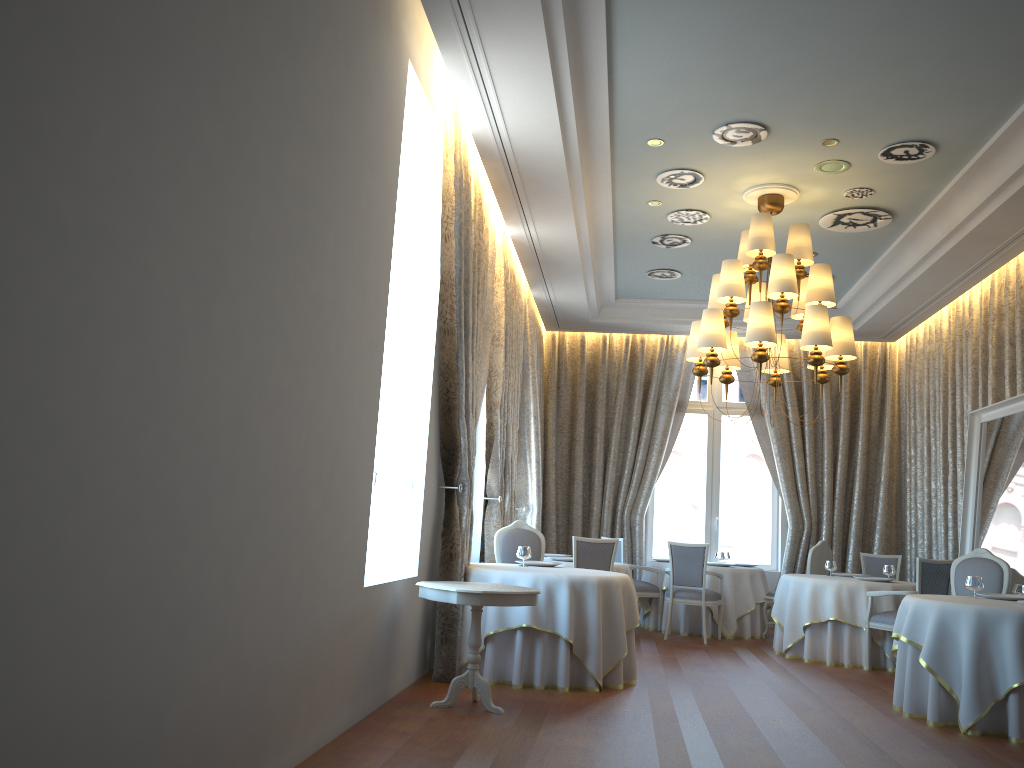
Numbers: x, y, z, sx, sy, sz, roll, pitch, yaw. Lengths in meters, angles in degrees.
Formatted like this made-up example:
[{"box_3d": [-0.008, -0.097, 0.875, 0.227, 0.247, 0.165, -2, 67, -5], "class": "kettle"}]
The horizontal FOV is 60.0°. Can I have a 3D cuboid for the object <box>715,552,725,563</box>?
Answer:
[{"box_3d": [2.666, 2.240, 11.375, 0.128, 0.165, 0.128, 2, -9, 8], "class": "object"}]

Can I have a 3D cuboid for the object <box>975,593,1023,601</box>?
[{"box_3d": [3.832, 1.654, 6.879, 0.419, 0.036, 0.419, 3, -9, 6], "class": "object"}]

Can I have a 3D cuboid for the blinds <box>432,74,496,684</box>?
[{"box_3d": [-0.368, -0.076, 7.363, 0.315, 4.930, 2.204, 2, -9, 7], "class": "blinds"}]

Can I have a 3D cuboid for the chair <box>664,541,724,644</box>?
[{"box_3d": [2.092, 2.408, 10.339, 0.650, 1.108, 0.629, 0, -10, 22], "class": "chair"}]

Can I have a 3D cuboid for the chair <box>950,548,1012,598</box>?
[{"box_3d": [3.721, 1.969, 7.340, 0.690, 1.233, 0.563, 9, -11, -32], "class": "chair"}]

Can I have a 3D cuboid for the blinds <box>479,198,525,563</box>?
[{"box_3d": [-0.048, 0.331, 9.767, 0.335, 4.969, 2.257, 2, -9, 8], "class": "blinds"}]

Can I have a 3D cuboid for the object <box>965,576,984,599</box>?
[{"box_3d": [3.526, 1.551, 6.762, 0.128, 0.165, 0.128, -3, -11, 37], "class": "object"}]

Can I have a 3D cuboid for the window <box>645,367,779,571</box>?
[{"box_3d": [2.958, 1.003, 13.010, 1.881, 3.306, 0.196, 2, -9, 8], "class": "window"}]

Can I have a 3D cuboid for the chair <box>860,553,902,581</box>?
[{"box_3d": [4.376, 2.586, 10.571, 0.650, 1.108, 0.629, -1, -10, 27], "class": "chair"}]

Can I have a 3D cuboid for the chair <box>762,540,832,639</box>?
[{"box_3d": [3.503, 2.522, 10.864, 0.563, 1.233, 0.690, 12, -12, -42], "class": "chair"}]

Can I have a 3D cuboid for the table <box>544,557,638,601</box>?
[{"box_3d": [0.550, 2.404, 9.877, 1.667, 0.890, 1.663, 3, -9, 1], "class": "table"}]

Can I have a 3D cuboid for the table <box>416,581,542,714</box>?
[{"box_3d": [-0.240, 1.732, 5.801, 0.761, 0.801, 0.760, 12, -12, -42], "class": "table"}]

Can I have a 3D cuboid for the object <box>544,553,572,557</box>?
[{"box_3d": [0.493, 2.015, 10.405, 0.419, 0.036, 0.419, 3, -9, 6], "class": "object"}]

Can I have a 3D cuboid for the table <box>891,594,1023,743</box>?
[{"box_3d": [3.646, 2.037, 6.407, 1.663, 0.890, 1.667, 4, -9, -4], "class": "table"}]

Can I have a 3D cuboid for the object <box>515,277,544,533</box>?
[{"box_3d": [0.274, 0.739, 11.894, 0.386, 4.901, 2.121, 2, -9, 7], "class": "object"}]

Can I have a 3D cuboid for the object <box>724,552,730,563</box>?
[{"box_3d": [2.835, 2.315, 11.776, 0.128, 0.165, 0.128, 2, -9, 8], "class": "object"}]

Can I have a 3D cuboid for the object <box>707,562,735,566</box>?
[{"box_3d": [2.571, 2.248, 11.055, 0.419, 0.036, 0.419, 3, -9, 6], "class": "object"}]

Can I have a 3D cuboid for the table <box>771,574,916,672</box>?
[{"box_3d": [3.641, 2.527, 9.456, 1.663, 0.890, 1.667, 0, -10, 21], "class": "table"}]

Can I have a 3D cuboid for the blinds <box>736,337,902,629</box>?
[{"box_3d": [4.286, 1.025, 12.419, 2.476, 4.901, 0.386, 2, -9, 7], "class": "blinds"}]

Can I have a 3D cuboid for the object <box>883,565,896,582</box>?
[{"box_3d": [3.987, 2.000, 9.375, 0.128, 0.165, 0.128, 2, -9, 8], "class": "object"}]

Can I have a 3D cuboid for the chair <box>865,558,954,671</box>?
[{"box_3d": [3.839, 2.220, 8.497, 0.650, 1.108, 0.629, 7, -10, -22], "class": "chair"}]

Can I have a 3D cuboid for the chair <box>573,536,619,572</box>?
[{"box_3d": [0.693, 2.078, 8.825, 0.650, 1.108, 0.629, 6, -10, -17], "class": "chair"}]

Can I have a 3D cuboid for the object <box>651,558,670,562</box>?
[{"box_3d": [2.002, 2.271, 11.420, 0.419, 0.036, 0.419, 3, -9, 6], "class": "object"}]

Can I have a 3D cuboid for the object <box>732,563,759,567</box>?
[{"box_3d": [2.985, 2.341, 11.477, 0.419, 0.036, 0.419, 3, -9, 6], "class": "object"}]

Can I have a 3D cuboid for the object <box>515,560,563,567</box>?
[{"box_3d": [0.235, 1.576, 7.777, 0.419, 0.036, 0.419, 3, -9, 6], "class": "object"}]

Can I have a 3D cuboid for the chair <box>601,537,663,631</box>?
[{"box_3d": [1.480, 2.501, 11.151, 0.629, 1.108, 0.650, 8, -10, -27], "class": "chair"}]

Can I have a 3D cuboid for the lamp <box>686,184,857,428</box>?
[{"box_3d": [2.313, -0.708, 7.972, 1.373, 2.121, 1.373, -5, -13, 44], "class": "lamp"}]

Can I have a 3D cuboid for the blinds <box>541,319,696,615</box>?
[{"box_3d": [1.437, 0.909, 12.794, 2.535, 4.901, 0.386, 2, -9, 8], "class": "blinds"}]

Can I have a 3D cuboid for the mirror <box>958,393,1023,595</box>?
[{"box_3d": [4.501, 1.372, 7.912, 0.385, 2.564, 2.251, 2, -9, 8], "class": "mirror"}]

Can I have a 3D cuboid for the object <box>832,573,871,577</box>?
[{"box_3d": [3.801, 2.146, 9.948, 0.419, 0.036, 0.419, 3, -9, 6], "class": "object"}]

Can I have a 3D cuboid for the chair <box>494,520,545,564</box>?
[{"box_3d": [0.137, 1.878, 8.149, 0.563, 1.233, 0.690, 6, -10, -17], "class": "chair"}]

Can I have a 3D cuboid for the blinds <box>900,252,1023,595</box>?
[{"box_3d": [5.143, 0.703, 10.196, 0.238, 4.819, 4.439, 2, -9, 8], "class": "blinds"}]

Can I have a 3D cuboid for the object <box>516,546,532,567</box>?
[{"box_3d": [0.101, 1.458, 7.495, 0.128, 0.165, 0.128, 5, -9, -10], "class": "object"}]

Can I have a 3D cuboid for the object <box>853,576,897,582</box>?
[{"box_3d": [3.741, 2.012, 9.141, 0.419, 0.036, 0.419, 3, -9, 6], "class": "object"}]

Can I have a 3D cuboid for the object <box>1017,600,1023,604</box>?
[{"box_3d": [3.676, 1.508, 6.033, 0.419, 0.036, 0.419, 3, -9, 6], "class": "object"}]

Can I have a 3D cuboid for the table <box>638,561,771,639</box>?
[{"box_3d": [2.480, 2.772, 11.425, 1.667, 0.890, 1.663, -1, -10, 26], "class": "table"}]

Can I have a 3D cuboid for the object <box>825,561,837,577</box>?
[{"box_3d": [3.533, 2.044, 9.821, 0.128, 0.165, 0.128, 2, -9, 8], "class": "object"}]

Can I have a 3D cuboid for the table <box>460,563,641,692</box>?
[{"box_3d": [0.225, 1.969, 7.294, 1.663, 0.890, 1.667, 4, -9, -4], "class": "table"}]

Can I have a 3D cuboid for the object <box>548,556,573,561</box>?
[{"box_3d": [0.585, 1.873, 9.488, 0.419, 0.036, 0.419, 3, -9, 6], "class": "object"}]
